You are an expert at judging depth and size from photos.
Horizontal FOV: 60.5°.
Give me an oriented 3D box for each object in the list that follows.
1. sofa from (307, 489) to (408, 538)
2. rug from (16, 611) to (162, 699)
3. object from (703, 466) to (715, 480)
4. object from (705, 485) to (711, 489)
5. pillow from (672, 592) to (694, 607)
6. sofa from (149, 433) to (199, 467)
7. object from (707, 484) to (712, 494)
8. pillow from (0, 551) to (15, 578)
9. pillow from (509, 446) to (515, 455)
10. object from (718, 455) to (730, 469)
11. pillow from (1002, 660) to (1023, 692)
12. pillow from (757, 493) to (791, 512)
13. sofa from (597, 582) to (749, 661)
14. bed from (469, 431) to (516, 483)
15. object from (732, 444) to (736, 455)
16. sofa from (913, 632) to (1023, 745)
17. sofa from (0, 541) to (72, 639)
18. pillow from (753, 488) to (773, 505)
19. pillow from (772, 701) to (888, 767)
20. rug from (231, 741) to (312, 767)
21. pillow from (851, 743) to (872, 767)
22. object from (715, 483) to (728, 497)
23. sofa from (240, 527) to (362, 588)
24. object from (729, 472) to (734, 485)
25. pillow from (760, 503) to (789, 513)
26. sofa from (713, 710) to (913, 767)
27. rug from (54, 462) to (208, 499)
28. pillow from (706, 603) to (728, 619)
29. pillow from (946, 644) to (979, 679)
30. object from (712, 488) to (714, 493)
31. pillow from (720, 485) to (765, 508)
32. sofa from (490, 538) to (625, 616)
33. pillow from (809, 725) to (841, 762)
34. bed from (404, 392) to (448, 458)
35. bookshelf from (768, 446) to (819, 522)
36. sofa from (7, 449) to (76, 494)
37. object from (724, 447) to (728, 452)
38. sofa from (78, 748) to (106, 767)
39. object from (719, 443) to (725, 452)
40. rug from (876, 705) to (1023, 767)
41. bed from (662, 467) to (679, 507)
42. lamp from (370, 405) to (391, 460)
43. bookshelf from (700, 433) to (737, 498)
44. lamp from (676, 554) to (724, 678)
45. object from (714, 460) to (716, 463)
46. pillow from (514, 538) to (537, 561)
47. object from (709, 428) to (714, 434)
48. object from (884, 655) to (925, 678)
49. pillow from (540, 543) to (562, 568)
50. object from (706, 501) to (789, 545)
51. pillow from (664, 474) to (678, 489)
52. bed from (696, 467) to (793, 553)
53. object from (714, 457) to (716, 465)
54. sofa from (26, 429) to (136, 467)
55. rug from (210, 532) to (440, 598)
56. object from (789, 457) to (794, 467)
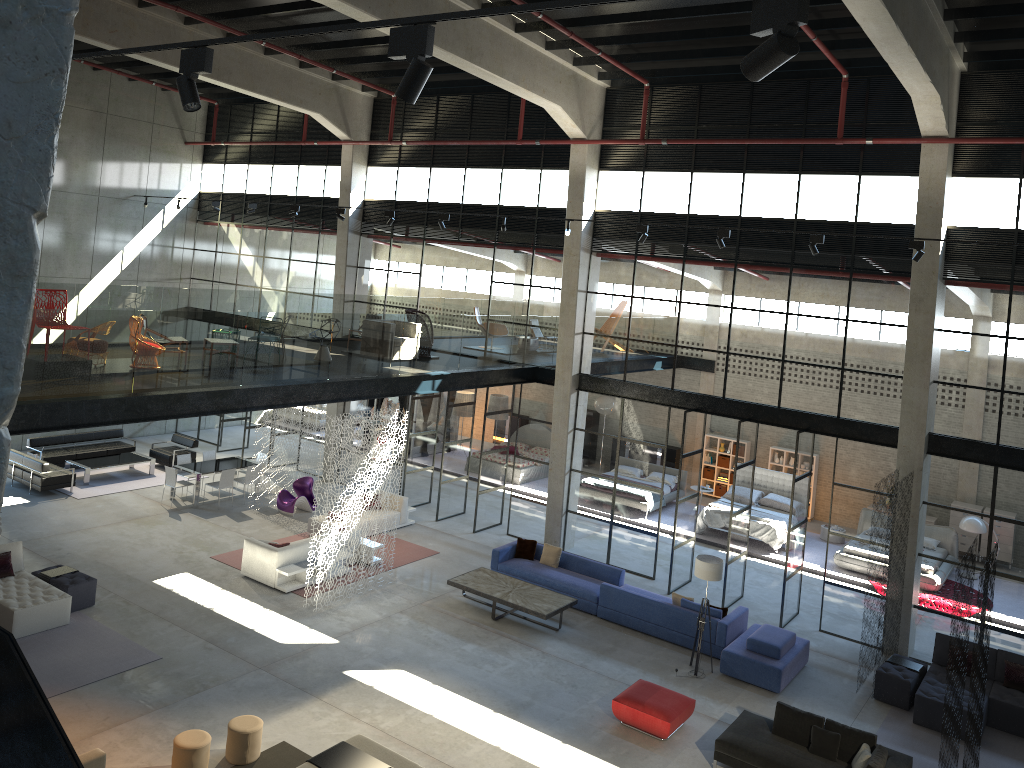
[{"bbox_3d":[-3.288,2.837,18.905,0.949,0.667,2.143,9,7,34],"label":"sofa"},{"bbox_3d":[-7.052,3.781,11.678,2.669,0.020,3.624,11,9,34],"label":"rug"},{"bbox_3d":[5.655,2.537,24.969,0.326,0.297,0.323,8,5,34],"label":"object"},{"bbox_3d":[5.009,2.637,22.479,0.168,0.090,0.169,5,6,-4],"label":"object"},{"bbox_3d":[2.898,3.748,14.843,0.405,0.382,0.206,8,2,35],"label":"pillow"},{"bbox_3d":[-8.754,1.769,22.690,0.958,0.759,0.818,8,5,34],"label":"sofa"},{"bbox_3d":[5.616,2.979,24.936,0.138,0.236,0.140,5,2,-19],"label":"object"},{"bbox_3d":[-7.967,2.835,13.637,0.237,0.344,0.412,7,4,33],"label":"pillow"},{"bbox_3d":[-0.181,1.874,25.116,0.879,0.212,0.633,7,7,13],"label":"pillow"},{"bbox_3d":[6.024,2.185,24.747,0.326,0.297,0.323,8,5,34],"label":"object"},{"bbox_3d":[7.545,4.370,13.076,0.409,0.377,0.191,8,2,35],"label":"pillow"},{"bbox_3d":[6.589,2.905,21.440,0.987,0.291,0.690,11,8,36],"label":"pillow"},{"bbox_3d":[2.761,3.888,15.135,2.355,0.722,1.051,10,7,34],"label":"sofa"},{"bbox_3d":[0.135,1.904,25.351,2.047,1.279,2.336,9,7,34],"label":"bed"},{"bbox_3d":[6.388,1.845,24.526,0.326,0.297,0.323,8,5,34],"label":"object"},{"bbox_3d":[7.921,4.711,12.077,4.185,0.869,1.822,10,8,34],"label":"sofa"},{"bbox_3d":[-8.423,3.176,11.954,1.840,0.868,4.145,9,8,34],"label":"sofa"},{"bbox_3d":[6.017,2.793,22.084,1.062,0.322,0.488,10,7,34],"label":"pillow"},{"bbox_3d":[3.962,4.390,10.677,0.739,0.418,1.600,3,8,-27],"label":"pillow"},{"bbox_3d":[-2.022,4.682,8.507,3.659,0.020,2.644,11,9,34],"label":"rug"},{"bbox_3d":[4.142,4.460,10.371,0.208,0.315,0.342,6,4,13],"label":"pillow"},{"bbox_3d":[5.940,3.007,24.740,0.326,0.297,0.323,8,5,34],"label":"object"},{"bbox_3d":[-3.883,3.122,16.347,0.955,0.669,2.134,9,7,34],"label":"sofa"},{"bbox_3d":[6.303,2.654,24.521,0.326,0.297,0.323,8,5,34],"label":"object"},{"bbox_3d":[6.627,2.997,21.498,0.967,0.330,0.714,10,8,35],"label":"pillow"},{"bbox_3d":[3.659,4.636,10.736,2.124,0.561,1.079,10,8,34],"label":"sofa"},{"bbox_3d":[-9.553,2.256,21.335,2.430,0.025,3.385,11,9,34],"label":"rug"},{"bbox_3d":[3.369,3.834,14.567,0.400,0.372,0.259,6,2,13],"label":"pillow"},{"bbox_3d":[6.926,4.268,13.493,0.417,0.345,0.234,8,3,35],"label":"pillow"},{"bbox_3d":[5.752,3.045,24.990,0.117,0.117,0.118,4,4,-25],"label":"object"},{"bbox_3d":[5.766,2.797,21.886,1.035,0.373,0.664,11,8,37],"label":"pillow"},{"bbox_3d":[0.838,3.585,16.477,2.355,0.604,1.052,10,7,34],"label":"sofa"},{"bbox_3d":[3.825,4.387,10.727,0.345,0.307,0.186,8,3,32],"label":"pillow"},{"bbox_3d":[-3.118,0.941,27.256,2.266,2.079,2.306,8,5,34],"label":"bed"},{"bbox_3d":[7.552,2.682,23.697,1.249,1.759,0.328,7,0,34],"label":"bookshelf"},{"bbox_3d":[-10.685,1.961,19.876,1.665,0.758,0.818,10,5,34],"label":"sofa"},{"bbox_3d":[6.055,1.853,24.831,0.185,0.132,0.186,5,5,-2],"label":"object"},{"bbox_3d":[-3.671,4.222,8.057,2.355,0.722,1.051,10,7,34],"label":"sofa"},{"bbox_3d":[5.928,1.795,24.739,0.155,0.248,0.153,6,2,26],"label":"object"},{"bbox_3d":[6.656,5.131,11.316,3.659,0.020,2.644,11,9,34],"label":"rug"},{"bbox_3d":[3.169,2.683,23.215,2.275,0.868,2.391,10,8,34],"label":"bed"},{"bbox_3d":[-2.641,0.963,17.981,0.443,1.101,0.437,6,1,43],"label":"lamp"},{"bbox_3d":[6.004,2.395,24.760,1.249,1.759,0.328,7,0,34],"label":"bookshelf"},{"bbox_3d":[2.934,3.602,13.551,0.432,1.745,0.665,5,0,31],"label":"lamp"},{"bbox_3d":[5.812,2.223,25.053,0.065,0.107,0.065,5,2,-11],"label":"object"},{"bbox_3d":[0.271,3.209,17.051,0.400,0.372,0.259,6,2,13],"label":"pillow"},{"bbox_3d":[5.753,1.360,25.165,0.235,0.151,0.053,9,2,32],"label":"object"},{"bbox_3d":[6.076,4.362,13.573,0.523,0.099,0.300,11,9,39],"label":"object"},{"bbox_3d":[0.743,3.286,16.775,0.405,0.382,0.206,8,2,35],"label":"pillow"},{"bbox_3d":[5.543,3.307,20.792,2.300,0.658,0.650,11,6,37],"label":"object"},{"bbox_3d":[3.559,2.488,23.858,1.944,0.313,0.547,10,7,34],"label":"pillow"},{"bbox_3d":[5.838,2.941,21.197,2.236,1.417,2.312,9,6,33],"label":"bed"},{"bbox_3d":[5.799,2.176,24.935,0.081,0.229,0.081,5,0,-25],"label":"object"},{"bbox_3d":[-10.753,1.672,21.999,0.827,0.756,2.449,8,7,34],"label":"sofa"},{"bbox_3d":[-3.583,3.366,17.260,2.669,0.020,3.624,11,9,34],"label":"rug"},{"bbox_3d":[7.586,2.095,23.659,0.165,0.251,0.166,5,2,-11],"label":"object"}]
